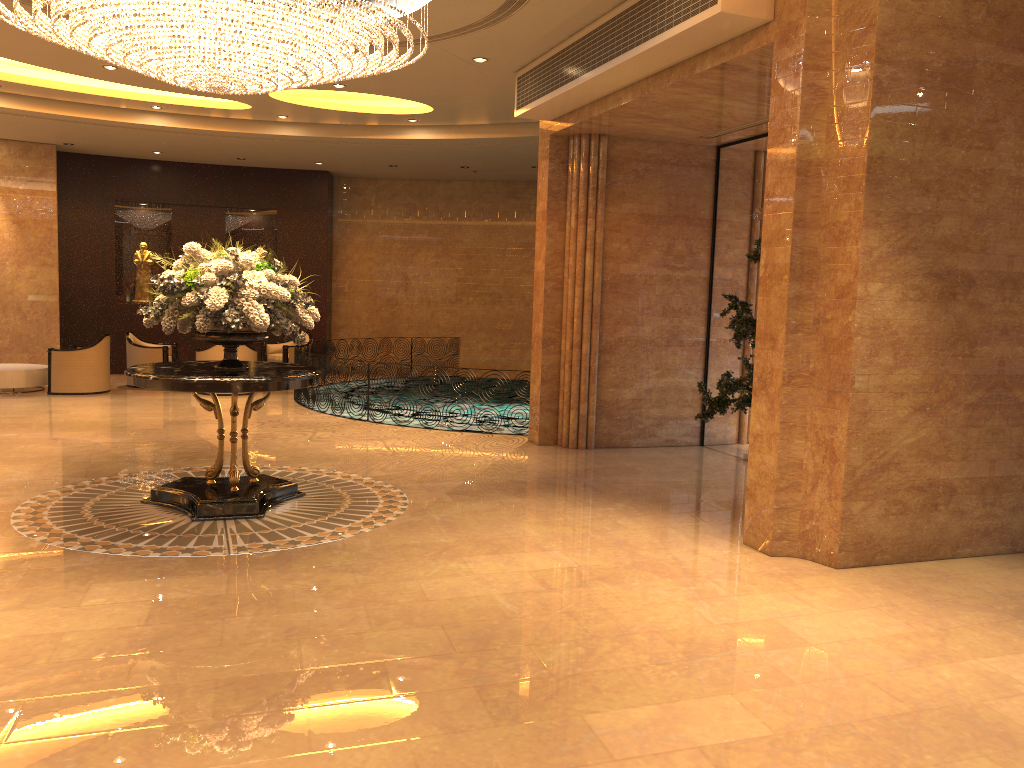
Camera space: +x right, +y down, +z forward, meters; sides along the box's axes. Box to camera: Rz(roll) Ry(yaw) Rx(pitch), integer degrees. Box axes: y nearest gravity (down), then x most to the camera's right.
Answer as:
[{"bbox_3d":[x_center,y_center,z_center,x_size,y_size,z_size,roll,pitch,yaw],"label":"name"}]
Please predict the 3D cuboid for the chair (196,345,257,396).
[{"bbox_3d":[-4.549,-0.303,14.204,0.951,0.916,0.769,-1,6,-25],"label":"chair"}]

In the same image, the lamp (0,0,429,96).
[{"bbox_3d":[-2.246,-2.857,6.782,3.206,1.196,3.204,4,6,17],"label":"lamp"}]

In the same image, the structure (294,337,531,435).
[{"bbox_3d":[-1.643,-0.114,14.734,3.815,0.995,7.624,2,6,-1],"label":"structure"}]

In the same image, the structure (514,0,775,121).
[{"bbox_3d":[0.922,-2.965,7.930,0.425,0.483,4.113,0,6,-20],"label":"structure"}]

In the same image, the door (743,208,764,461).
[{"bbox_3d":[2.929,-0.436,8.930,0.195,2.758,1.880,0,6,-20],"label":"door"}]

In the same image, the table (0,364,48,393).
[{"bbox_3d":[-7.856,-0.091,13.802,1.196,0.354,1.196,3,6,7],"label":"table"}]

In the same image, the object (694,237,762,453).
[{"bbox_3d":[2.259,-0.132,7.718,1.250,2.363,0.843,-3,8,-39],"label":"object"}]

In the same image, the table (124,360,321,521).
[{"bbox_3d":[-2.303,0.412,7.142,1.493,1.089,1.493,-1,7,-26],"label":"table"}]

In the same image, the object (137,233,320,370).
[{"bbox_3d":[-2.240,-0.621,7.013,1.277,0.999,1.318,3,6,11],"label":"object"}]

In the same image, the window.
[{"bbox_3d":[2.941,-0.811,8.892,0.047,3.571,3.515,0,6,-20],"label":"window"}]

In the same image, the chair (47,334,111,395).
[{"bbox_3d":[-6.668,-0.331,13.789,0.769,0.916,0.951,1,6,-5],"label":"chair"}]

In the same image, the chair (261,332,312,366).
[{"bbox_3d":[-4.070,-0.497,16.233,0.769,0.916,0.951,-4,8,-44],"label":"chair"}]

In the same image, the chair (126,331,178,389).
[{"bbox_3d":[-6.067,-0.426,14.903,0.769,0.916,0.951,1,6,-10],"label":"chair"}]
